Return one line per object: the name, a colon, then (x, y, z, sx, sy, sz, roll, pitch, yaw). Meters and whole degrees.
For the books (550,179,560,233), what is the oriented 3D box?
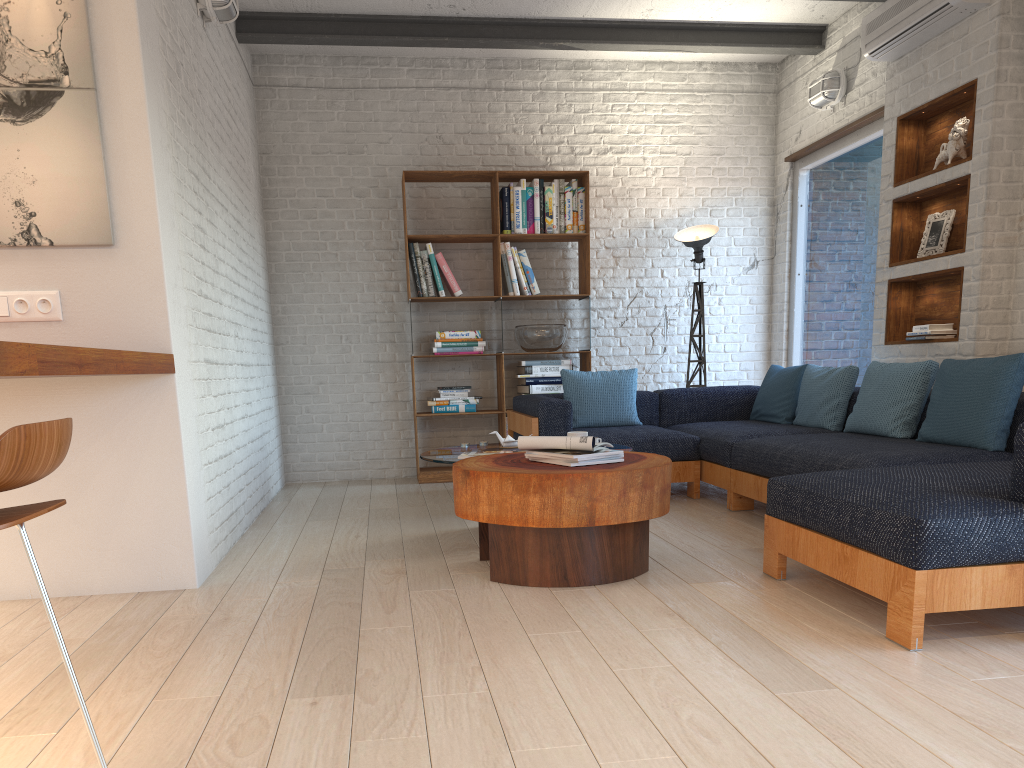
books: (0.309, -1.281, 6.427, 0.036, 0.393, 0.237, -3, 9, -8)

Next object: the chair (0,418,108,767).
chair: (-0.965, 0.458, 1.568, 0.422, 0.795, 0.393, -3, 9, -8)

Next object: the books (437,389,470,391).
books: (-0.442, 0.041, 6.576, 0.242, 0.008, 0.153, -2, 1, -8)

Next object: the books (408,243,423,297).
books: (-0.708, -0.816, 6.357, 0.091, 0.394, 0.237, -3, 9, -8)

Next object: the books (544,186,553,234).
books: (0.247, -1.251, 6.395, 0.055, 0.338, 0.248, -3, 8, -8)

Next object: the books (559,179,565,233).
books: (0.347, -1.282, 6.419, 0.036, 0.393, 0.237, -3, 9, -8)

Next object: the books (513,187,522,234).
books: (0.024, -1.244, 6.371, 0.055, 0.338, 0.248, -3, 8, -8)

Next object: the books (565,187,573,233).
books: (0.395, -1.256, 6.425, 0.055, 0.338, 0.248, -3, 8, -8)

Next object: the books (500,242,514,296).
books: (-0.056, -0.835, 6.461, 0.101, 0.393, 0.237, -3, 9, -8)

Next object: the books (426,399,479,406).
books: (-0.452, 0.136, 6.579, 0.379, 0.037, 0.239, -2, 1, -8)

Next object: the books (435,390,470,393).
books: (-0.449, 0.054, 6.584, 0.236, 0.019, 0.168, -2, 1, -15)

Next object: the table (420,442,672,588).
table: (0.095, 0.538, 4.106, 1.076, 0.456, 1.793, -2, 2, -3)

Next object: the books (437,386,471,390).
books: (-0.438, 0.028, 6.560, 0.252, 0.017, 0.159, -2, 1, -8)

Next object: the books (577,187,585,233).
books: (0.487, -1.259, 6.460, 0.055, 0.338, 0.248, -3, 8, -8)

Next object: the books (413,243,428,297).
books: (-0.672, -0.817, 6.370, 0.091, 0.394, 0.237, -3, 9, -8)

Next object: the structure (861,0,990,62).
structure: (2.107, -1.919, 4.492, 0.200, 0.224, 0.799, -3, 2, -8)

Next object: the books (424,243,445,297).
books: (-0.565, -0.819, 6.372, 0.121, 0.391, 0.237, -3, 9, -8)

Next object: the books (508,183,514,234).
books: (-0.018, -1.257, 6.380, 0.021, 0.368, 0.265, -3, 8, -8)

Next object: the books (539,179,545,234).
books: (0.198, -1.277, 6.398, 0.036, 0.393, 0.237, -3, 9, -8)

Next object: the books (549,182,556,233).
books: (0.282, -1.266, 6.412, 0.021, 0.368, 0.265, -3, 8, -8)

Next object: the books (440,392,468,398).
books: (-0.442, 0.081, 6.583, 0.205, 0.034, 0.130, -2, 2, -8)

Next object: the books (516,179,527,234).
books: (0.069, -1.273, 6.376, 0.036, 0.393, 0.237, -3, 9, -8)

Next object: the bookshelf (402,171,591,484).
bookshelf: (-0.097, -0.391, 6.508, 1.316, 2.259, 0.354, -3, 11, -8)

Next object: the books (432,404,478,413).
books: (-0.429, 0.182, 6.583, 0.326, 0.057, 0.249, -2, 2, 2)

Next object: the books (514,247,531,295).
books: (0.057, -0.821, 6.475, 0.124, 0.357, 0.265, -3, 8, -8)

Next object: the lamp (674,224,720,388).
lamp: (1.574, -0.258, 6.432, 0.499, 1.893, 0.855, -9, 12, -36)

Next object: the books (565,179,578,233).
books: (0.440, -1.285, 6.432, 0.036, 0.393, 0.237, -3, 9, -8)

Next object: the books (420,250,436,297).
books: (-0.623, -0.794, 6.400, 0.102, 0.342, 0.248, -3, 8, -8)

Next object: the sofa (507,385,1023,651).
sofa: (1.288, 0.386, 4.373, 2.076, 0.675, 3.873, -2, 2, -8)

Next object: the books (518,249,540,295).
books: (0.107, -0.814, 6.470, 0.158, 0.337, 0.248, -3, 8, -8)

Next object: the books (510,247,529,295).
books: (0.037, -0.820, 6.463, 0.124, 0.357, 0.265, -3, 8, -8)

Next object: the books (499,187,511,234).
books: (-0.056, -1.241, 6.378, 0.055, 0.338, 0.248, -3, 8, -8)

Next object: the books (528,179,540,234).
books: (0.163, -1.276, 6.383, 0.036, 0.393, 0.237, -3, 9, -8)

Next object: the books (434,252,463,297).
books: (-0.476, -0.791, 6.414, 0.194, 0.327, 0.248, -3, 8, -8)

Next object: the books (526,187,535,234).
books: (0.114, -1.247, 6.402, 0.055, 0.338, 0.248, -3, 8, -8)

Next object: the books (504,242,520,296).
books: (-0.015, -0.835, 6.443, 0.103, 0.393, 0.237, -3, 9, -8)
